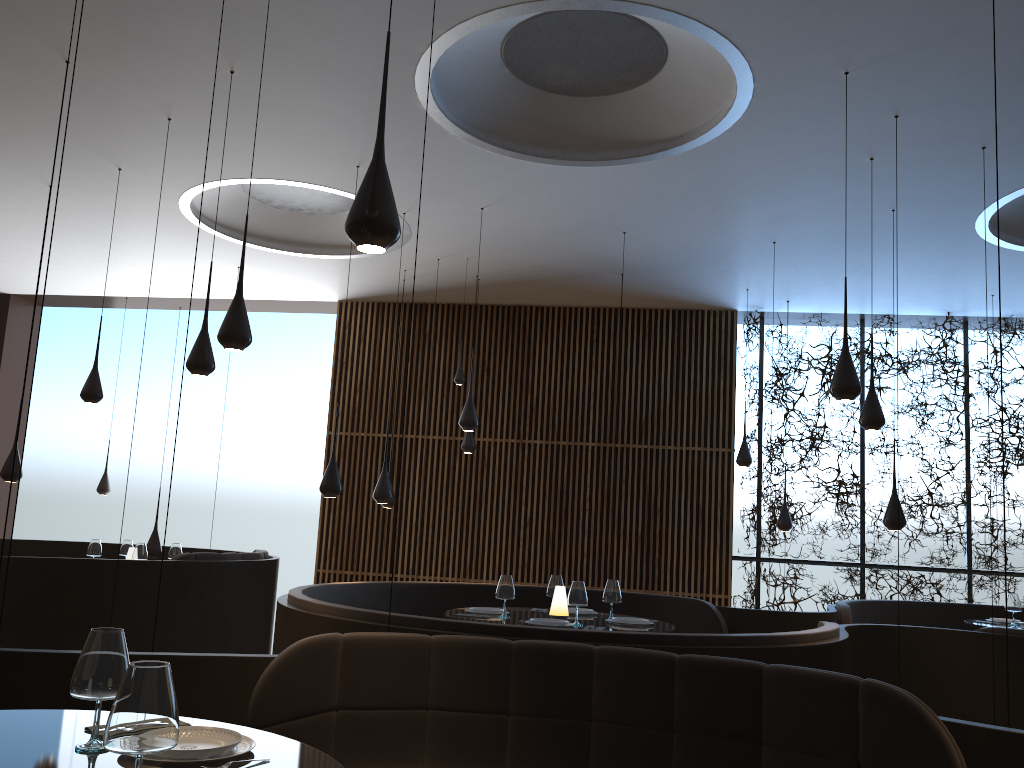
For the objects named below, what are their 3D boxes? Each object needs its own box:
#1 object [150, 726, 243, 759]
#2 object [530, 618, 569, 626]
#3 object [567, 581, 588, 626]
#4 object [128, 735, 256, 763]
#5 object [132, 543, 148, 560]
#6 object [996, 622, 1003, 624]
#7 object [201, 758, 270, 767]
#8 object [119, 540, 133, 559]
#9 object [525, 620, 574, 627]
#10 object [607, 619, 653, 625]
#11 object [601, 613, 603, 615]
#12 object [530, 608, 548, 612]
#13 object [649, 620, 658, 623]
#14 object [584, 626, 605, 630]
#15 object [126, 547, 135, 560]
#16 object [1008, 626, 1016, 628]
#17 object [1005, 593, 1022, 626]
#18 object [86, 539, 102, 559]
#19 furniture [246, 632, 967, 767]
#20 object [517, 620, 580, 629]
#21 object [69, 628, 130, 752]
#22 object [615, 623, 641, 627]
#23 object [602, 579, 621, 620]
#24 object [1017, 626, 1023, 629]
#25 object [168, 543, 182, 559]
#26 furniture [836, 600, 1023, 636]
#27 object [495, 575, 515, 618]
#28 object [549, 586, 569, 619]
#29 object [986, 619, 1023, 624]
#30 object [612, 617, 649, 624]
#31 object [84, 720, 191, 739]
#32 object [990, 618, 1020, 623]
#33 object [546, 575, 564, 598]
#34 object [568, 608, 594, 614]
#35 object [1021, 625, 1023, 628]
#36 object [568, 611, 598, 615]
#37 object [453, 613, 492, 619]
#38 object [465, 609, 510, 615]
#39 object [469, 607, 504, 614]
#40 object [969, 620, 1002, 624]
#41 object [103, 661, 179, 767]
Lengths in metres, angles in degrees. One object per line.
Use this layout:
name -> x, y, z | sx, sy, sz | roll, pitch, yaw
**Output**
object -> -0.829, 0.922, 2.276 | 0.263, 0.029, 0.264 | -6, -13, 44
object -> 0.251, 1.597, 5.938 | 0.263, 0.029, 0.264 | -1, -10, 23
object -> 0.449, 1.505, 6.086 | 0.142, 0.294, 0.142 | 7, -9, -21
object -> -0.830, 0.932, 2.275 | 0.332, 0.014, 0.333 | -5, -13, 41
object -> -3.670, 1.716, 8.740 | 0.142, 0.294, 0.142 | 2, -8, 10
object -> 4.807, 2.320, 8.641 | 0.411, 0.012, 0.205 | 10, -12, -35
object -> -0.826, 0.933, 2.272 | 0.411, 0.012, 0.205 | -4, -12, 37
object -> -4.106, 1.809, 9.442 | 0.142, 0.294, 0.142 | 6, -9, -19
object -> 0.250, 1.607, 5.937 | 0.332, 0.014, 0.333 | 0, -10, 16
object -> 0.851, 1.715, 6.379 | 0.332, 0.014, 0.333 | -1, -10, 25
object -> 0.513, 1.796, 6.967 | 0.410, 0.012, 0.205 | 2, -10, 5
object -> 0.213, 1.795, 7.031 | 0.126, 0.017, 0.263 | 2, -10, 9
object -> 0.961, 1.775, 6.656 | 0.262, 0.017, 0.127 | 0, -10, 18
object -> 0.540, 1.616, 5.850 | 0.126, 0.017, 0.263 | 1, -10, 13
object -> -3.898, 1.792, 9.087 | 0.142, 0.231, 0.145 | -1, -10, 28
object -> 4.687, 2.191, 7.914 | 0.205, 0.012, 0.411 | 10, -12, -36
object -> 4.767, 2.143, 8.431 | 0.142, 0.294, 0.142 | 3, -8, 2
object -> -4.237, 1.726, 8.992 | 0.142, 0.294, 0.142 | 3, -8, 4
furniture -> 0.213, 1.485, 3.048 | 2.531, 1.056, 0.935 | 1, -9, 13
object -> 0.246, 1.608, 5.937 | 0.410, 0.012, 0.205 | 2, -10, 9
object -> -1.054, 0.780, 2.270 | 0.142, 0.294, 0.142 | 2, -8, 7
object -> 0.850, 1.715, 6.374 | 0.204, 0.012, 0.412 | 1, -10, 14
object -> 0.743, 1.607, 6.600 | 0.142, 0.294, 0.142 | -1, -9, 28
object -> 4.691, 2.189, 7.911 | 0.332, 0.014, 0.333 | 4, -10, -6
object -> -3.529, 1.816, 9.284 | 0.142, 0.294, 0.142 | 7, -9, -25
furniture -> 5.001, 2.646, 7.935 | 3.793, 1.043, 3.896 | 6, -10, -16
object -> -0.048, 1.523, 6.363 | 0.142, 0.294, 0.142 | 8, -10, -31
object -> 0.348, 1.597, 6.485 | 0.144, 0.231, 0.143 | 0, -9, 23
object -> 4.804, 2.318, 8.639 | 0.332, 0.014, 0.333 | 2, -10, 5
object -> 0.851, 1.705, 6.381 | 0.263, 0.029, 0.264 | 3, -9, 3
object -> -1.045, 0.962, 2.486 | 0.126, 0.017, 0.262 | -5, -13, 41
object -> 4.804, 2.308, 8.640 | 0.263, 0.029, 0.264 | -6, -13, 43
object -> 0.336, 1.625, 6.842 | 0.142, 0.294, 0.142 | 7, -9, -26
object -> 0.509, 1.785, 6.969 | 0.263, 0.029, 0.264 | 8, -11, -26
object -> 4.691, 2.180, 7.913 | 0.263, 0.029, 0.264 | 1, -10, 13
object -> 0.509, 1.794, 6.968 | 0.332, 0.014, 0.333 | 1, -10, 15
object -> -0.276, 1.637, 6.252 | 0.262, 0.017, 0.127 | 1, -10, 14
object -> -0.184, 1.683, 6.538 | 0.332, 0.014, 0.333 | 6, -10, -17
object -> -0.183, 1.674, 6.539 | 0.263, 0.029, 0.264 | 0, -10, 21
object -> 4.537, 2.287, 8.500 | 0.126, 0.017, 0.262 | 9, -11, -30
object -> -0.749, 0.717, 1.792 | 0.142, 0.294, 0.142 | 9, -10, -36
